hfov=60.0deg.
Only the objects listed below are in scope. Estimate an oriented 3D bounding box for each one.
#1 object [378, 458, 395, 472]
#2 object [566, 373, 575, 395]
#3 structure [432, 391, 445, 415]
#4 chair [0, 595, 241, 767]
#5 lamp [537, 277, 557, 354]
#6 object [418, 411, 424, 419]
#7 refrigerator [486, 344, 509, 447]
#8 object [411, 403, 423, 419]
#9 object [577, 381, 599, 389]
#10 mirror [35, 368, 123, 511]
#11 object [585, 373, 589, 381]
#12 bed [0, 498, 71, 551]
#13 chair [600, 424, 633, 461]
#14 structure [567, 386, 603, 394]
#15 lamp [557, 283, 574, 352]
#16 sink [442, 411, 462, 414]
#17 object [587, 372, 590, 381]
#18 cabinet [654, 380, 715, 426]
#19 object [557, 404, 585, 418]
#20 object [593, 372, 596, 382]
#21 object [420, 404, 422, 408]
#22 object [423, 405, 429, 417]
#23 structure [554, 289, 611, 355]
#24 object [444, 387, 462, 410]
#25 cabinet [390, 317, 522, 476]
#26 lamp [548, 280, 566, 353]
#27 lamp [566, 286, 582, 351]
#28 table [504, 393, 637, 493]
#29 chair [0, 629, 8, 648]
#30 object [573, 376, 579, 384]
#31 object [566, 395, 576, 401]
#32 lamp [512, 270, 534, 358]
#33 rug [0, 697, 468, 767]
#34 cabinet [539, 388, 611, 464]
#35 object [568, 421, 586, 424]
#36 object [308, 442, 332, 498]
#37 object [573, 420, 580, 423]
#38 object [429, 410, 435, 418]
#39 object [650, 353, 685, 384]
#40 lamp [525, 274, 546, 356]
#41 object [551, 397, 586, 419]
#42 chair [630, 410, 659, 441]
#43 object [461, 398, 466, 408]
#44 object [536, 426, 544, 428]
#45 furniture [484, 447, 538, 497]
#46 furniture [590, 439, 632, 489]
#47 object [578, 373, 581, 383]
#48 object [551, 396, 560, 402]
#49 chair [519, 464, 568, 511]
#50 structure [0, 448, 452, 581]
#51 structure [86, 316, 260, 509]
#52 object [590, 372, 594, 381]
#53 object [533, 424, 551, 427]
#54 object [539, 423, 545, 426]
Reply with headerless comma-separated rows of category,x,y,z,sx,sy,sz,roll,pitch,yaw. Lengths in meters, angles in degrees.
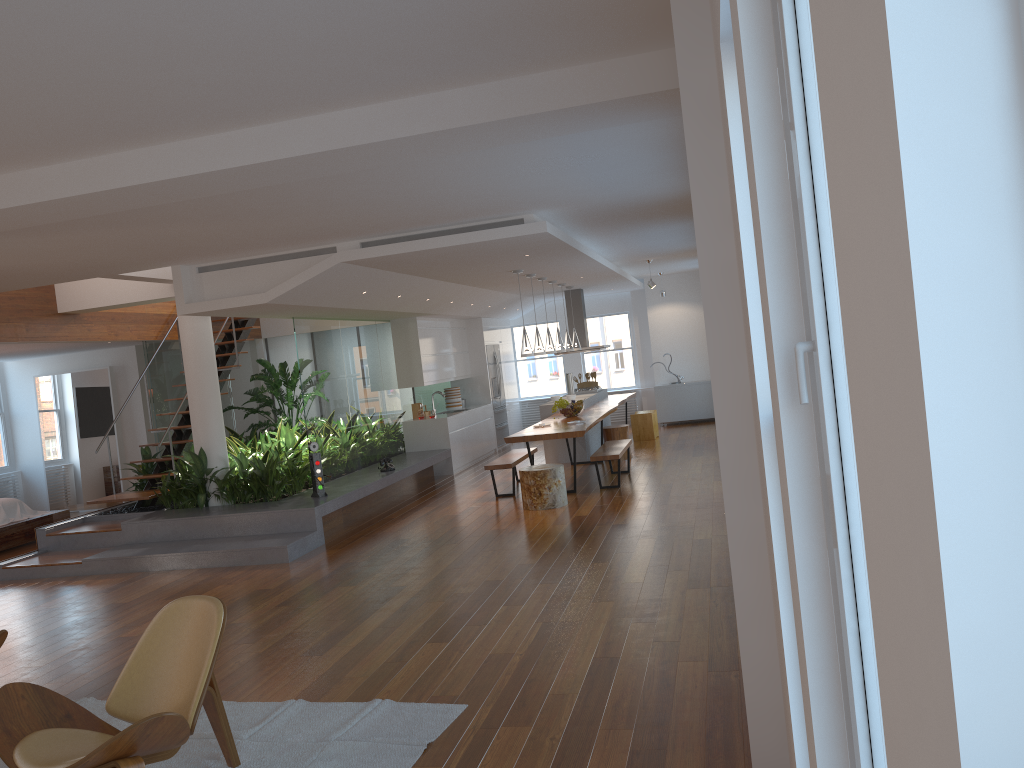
object,-1.516,0.964,10.630,0.216,0.155,0.181,-7,2,-22
object,0.948,0.002,14.228,0.172,0.356,0.120,-8,2,-28
structure,-1.125,0.373,13.833,0.248,0.536,0.115,-6,2,13
chair,-1.421,1.276,3.230,0.867,0.752,0.856,-7,2,-26
lamp,0.444,-0.918,11.503,0.160,1.060,0.160,-5,2,40
object,-1.316,0.451,12.838,0.094,0.106,0.094,-6,2,19
refrigerator,-0.512,0.230,15.479,0.725,1.772,0.908,-6,2,13
object,-1.398,0.396,13.132,0.104,0.222,0.200,-6,2,13
object,1.289,0.035,15.080,0.353,0.157,0.084,-6,2,13
mirror,-6.434,0.854,13.169,1.267,2.044,0.049,-6,2,13
object,1.283,-0.045,15.087,0.061,0.299,0.040,-6,2,11
bed,-6.932,1.746,10.342,2.314,0.595,2.207,-6,2,13
chair,1.431,0.806,12.121,0.396,0.455,0.402,-6,2,3
structure,1.206,0.102,14.645,0.520,0.073,0.650,-6,2,13
lamp,0.772,-1.001,12.910,0.160,1.060,0.160,-5,2,40
sink,-0.920,0.550,13.767,0.449,0.192,0.666,-6,2,13
object,1.311,-0.047,15.060,0.057,0.299,0.019,-6,2,13
cabinet,3.262,0.326,15.960,1.309,0.725,0.420,-6,2,13
object,0.758,0.351,11.337,0.360,0.159,0.360,-7,2,-23
object,1.414,-0.058,15.057,0.057,0.294,0.030,-6,2,13
object,-1.352,0.397,13.157,0.040,0.192,0.042,-7,2,-26
object,-1.325,0.406,13.371,0.100,0.170,0.173,-6,2,15
structure,1.051,-1.218,14.576,0.909,1.405,0.900,-6,2,13
object,-0.955,0.240,14.356,0.267,0.356,0.266,-5,2,39
cabinet,-0.757,0.064,14.762,0.676,2.280,4.565,-6,2,13
lamp,0.608,-0.959,12.207,0.160,1.060,0.160,-5,2,40
lamp,0.935,-1.042,13.613,0.160,1.060,0.160,-5,2,40
table,1.062,0.711,12.332,0.893,0.704,5.996,-6,2,13
chair,-2.855,1.406,4.310,0.856,0.752,0.867,-6,2,19
object,1.133,-0.011,15.122,0.199,0.259,0.016,-6,2,24
object,0.847,0.201,12.679,0.152,0.082,0.152,-7,2,-26
lamp,0.116,-0.836,10.097,0.160,1.060,0.160,-5,2,40
rug,-2.387,1.731,2.959,3.525,0.057,3.478,-6,2,18
cabinet,1.048,0.603,13.766,0.597,0.832,2.936,-6,2,13
object,0.751,0.449,10.293,0.222,0.020,0.222,-6,2,5
object,-1.944,0.864,8.959,0.134,0.565,0.318,-8,2,-40
object,0.750,0.443,10.293,0.070,0.030,0.079,-8,2,-33
object,-1.151,0.434,12.750,0.094,0.106,0.094,-6,2,19
object,2.807,-0.272,15.986,0.590,0.563,0.210,-7,2,-15
lamp,0.280,-0.877,10.800,0.160,1.060,0.160,-5,2,40
object,0.730,0.291,11.355,0.394,0.284,0.292,-7,2,-23
chair,2.133,0.665,14.227,0.344,0.430,0.549,-6,2,17
object,-0.891,0.304,14.741,0.284,0.196,0.265,-8,2,-34
object,0.310,0.502,10.310,0.149,0.014,0.044,-6,2,12
furniture,0.026,1.048,10.532,0.316,0.389,1.433,-6,2,13
furniture,1.180,0.925,10.256,0.316,0.389,1.433,-6,2,13
object,1.167,-0.033,15.115,0.055,0.299,0.027,-6,2,13
object,0.634,0.220,12.857,0.152,0.082,0.152,-8,2,-37
chair,0.321,1.051,9.087,0.460,0.400,0.460,-6,2,23
structure,-2.817,1.380,10.777,3.088,0.386,5.584,-6,2,13
structure,-3.108,-0.707,11.404,2.552,4.265,4.591,-6,2,13
object,1.374,-0.053,15.048,0.068,0.298,0.039,-6,2,13
object,0.354,0.490,10.437,0.222,0.020,0.222,-8,2,-36
object,0.353,0.484,10.437,0.070,0.030,0.079,-7,2,-23
